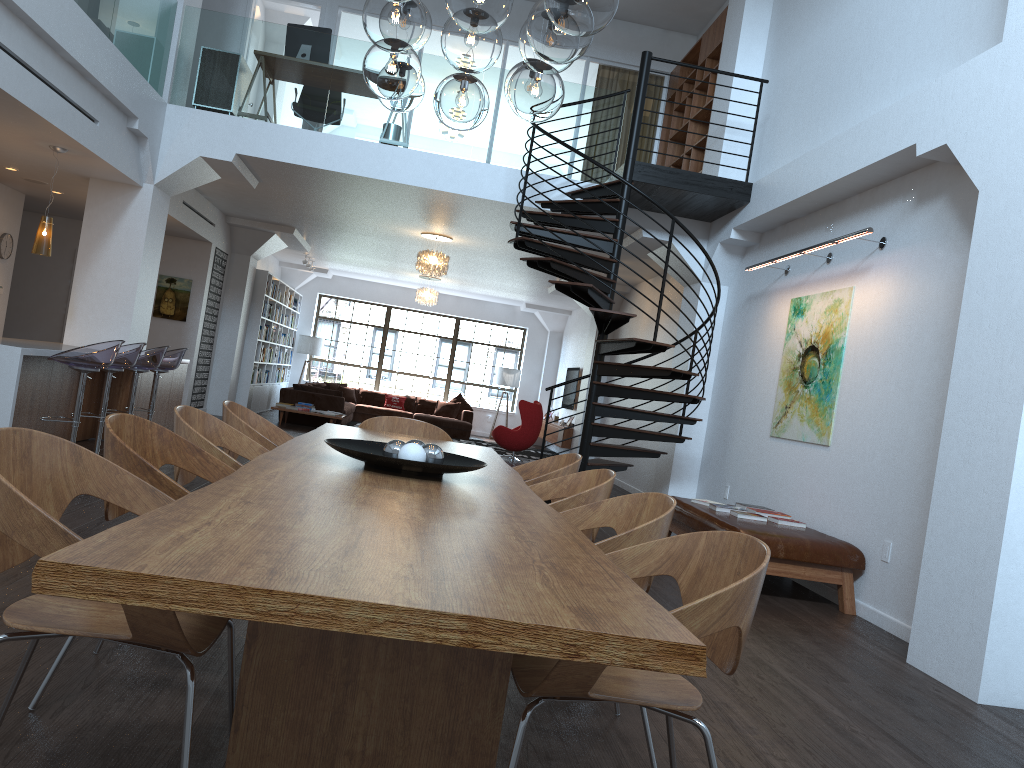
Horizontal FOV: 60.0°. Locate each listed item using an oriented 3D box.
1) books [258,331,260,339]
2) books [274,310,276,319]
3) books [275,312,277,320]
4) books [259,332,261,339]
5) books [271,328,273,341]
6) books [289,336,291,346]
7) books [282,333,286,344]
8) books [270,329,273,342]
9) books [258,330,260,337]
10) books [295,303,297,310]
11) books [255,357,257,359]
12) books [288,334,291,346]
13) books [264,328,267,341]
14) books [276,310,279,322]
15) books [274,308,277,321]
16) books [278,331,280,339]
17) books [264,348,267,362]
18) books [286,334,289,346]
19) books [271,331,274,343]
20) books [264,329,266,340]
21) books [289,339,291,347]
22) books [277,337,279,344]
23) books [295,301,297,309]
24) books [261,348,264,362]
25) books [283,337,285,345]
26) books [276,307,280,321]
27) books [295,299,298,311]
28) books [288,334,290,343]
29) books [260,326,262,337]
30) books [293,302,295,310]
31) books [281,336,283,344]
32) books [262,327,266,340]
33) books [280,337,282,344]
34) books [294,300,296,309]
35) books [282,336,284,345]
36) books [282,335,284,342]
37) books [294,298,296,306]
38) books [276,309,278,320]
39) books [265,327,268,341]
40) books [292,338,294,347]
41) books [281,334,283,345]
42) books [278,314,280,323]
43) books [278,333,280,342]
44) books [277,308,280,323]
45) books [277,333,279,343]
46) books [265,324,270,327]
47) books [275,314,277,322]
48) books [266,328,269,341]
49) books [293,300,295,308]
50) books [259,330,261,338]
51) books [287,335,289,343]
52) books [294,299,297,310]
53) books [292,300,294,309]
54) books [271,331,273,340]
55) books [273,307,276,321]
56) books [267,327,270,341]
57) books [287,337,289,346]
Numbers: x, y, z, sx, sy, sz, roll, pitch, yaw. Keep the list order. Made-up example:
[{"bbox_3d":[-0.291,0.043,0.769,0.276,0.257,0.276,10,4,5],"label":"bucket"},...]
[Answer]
[{"bbox_3d":[-4.270,-0.828,14.795,0.110,0.153,0.019,9,0,-6],"label":"books"},{"bbox_3d":[-4.348,-1.258,15.939,0.174,0.239,0.045,9,0,-6],"label":"books"},{"bbox_3d":[-4.374,-1.252,16.141,0.161,0.223,0.026,9,0,-6],"label":"books"},{"bbox_3d":[-4.273,-0.833,14.859,0.106,0.162,0.032,9,0,-6],"label":"books"},{"bbox_3d":[-4.431,-0.895,16.052,0.183,0.253,0.042,9,0,-6],"label":"books"},{"bbox_3d":[-4.689,-0.906,18.387,0.174,0.236,0.142,9,0,-7],"label":"books"},{"bbox_3d":[-4.600,-0.896,17.709,0.140,0.231,0.042,9,0,-6],"label":"books"},{"bbox_3d":[-4.410,-0.886,15.941,0.174,0.240,0.054,9,0,-6],"label":"books"},{"bbox_3d":[-4.272,-0.838,14.777,0.109,0.171,0.018,9,0,-6],"label":"books"},{"bbox_3d":[-4.582,-1.658,18.455,0.183,0.253,0.042,9,0,-6],"label":"books"},{"bbox_3d":[-4.378,-0.444,14.730,0.197,0.033,0.284,9,-1,-31],"label":"books"},{"bbox_3d":[-4.676,-0.914,18.297,0.183,0.253,0.042,9,0,-6],"label":"books"},{"bbox_3d":[-4.355,-0.877,15.363,0.167,0.230,0.037,9,0,-6],"label":"books"},{"bbox_3d":[-4.390,-1.262,16.286,0.174,0.239,0.045,9,0,-6],"label":"books"},{"bbox_3d":[-4.360,-1.266,16.039,0.182,0.253,0.034,9,0,-6],"label":"books"},{"bbox_3d":[-4.517,-0.899,16.821,0.183,0.253,0.039,9,0,-6],"label":"books"},{"bbox_3d":[-4.444,-0.523,15.700,0.183,0.253,0.034,9,0,-6],"label":"books"},{"bbox_3d":[-4.633,-0.904,17.949,0.174,0.240,0.054,9,0,-6],"label":"books"},{"bbox_3d":[-4.438,-0.871,16.173,0.161,0.207,0.135,9,0,-7],"label":"books"},{"bbox_3d":[-4.338,-0.871,15.305,0.161,0.223,0.027,9,0,-6],"label":"books"},{"bbox_3d":[-4.690,-0.891,18.444,0.161,0.207,0.135,9,0,-7],"label":"books"},{"bbox_3d":[-4.501,-0.883,16.788,0.161,0.223,0.030,9,0,-6],"label":"books"},{"bbox_3d":[-4.575,-1.658,18.412,0.183,0.253,0.042,9,0,-6],"label":"books"},{"bbox_3d":[-4.419,-0.517,15.449,0.171,0.246,0.057,9,0,-6],"label":"books"},{"bbox_3d":[-4.586,-0.861,17.625,0.120,0.167,0.020,9,0,-6],"label":"books"},{"bbox_3d":[-4.400,-1.288,16.362,0.176,0.290,0.053,9,0,-6],"label":"books"},{"bbox_3d":[-4.584,-1.658,18.498,0.183,0.253,0.042,9,0,-6],"label":"books"},{"bbox_3d":[-4.672,-0.917,18.211,0.180,0.259,0.042,9,0,-6],"label":"books"},{"bbox_3d":[-4.290,-0.870,14.916,0.140,0.231,0.042,9,0,-6],"label":"books"},{"bbox_3d":[-4.557,-1.657,18.194,0.183,0.253,0.042,9,0,-6],"label":"books"},{"bbox_3d":[-4.544,-0.858,17.310,0.107,0.167,0.016,9,0,-6],"label":"books"},{"bbox_3d":[-4.327,-0.878,15.187,0.174,0.239,0.045,9,0,-6],"label":"books"},{"bbox_3d":[-4.540,-0.851,17.224,0.110,0.153,0.018,9,0,-6],"label":"books"},{"bbox_3d":[-4.560,-1.656,18.281,0.183,0.253,0.042,9,0,-6],"label":"books"},{"bbox_3d":[-4.573,-0.867,17.477,0.128,0.178,0.022,9,0,-6],"label":"books"},{"bbox_3d":[-4.564,-0.873,17.382,0.139,0.191,0.036,9,0,-6],"label":"books"},{"bbox_3d":[-4.560,-1.657,18.237,0.183,0.253,0.042,9,0,-6],"label":"books"},{"bbox_3d":[-4.387,-1.265,16.235,0.170,0.245,0.057,9,0,-6],"label":"books"},{"bbox_3d":[-4.352,-0.887,15.434,0.182,0.253,0.034,9,0,-6],"label":"books"},{"bbox_3d":[-4.735,-0.899,18.859,0.182,0.215,0.188,9,0,-6],"label":"books"},{"bbox_3d":[-4.563,-0.881,17.342,0.140,0.206,0.042,9,0,-6],"label":"books"},{"bbox_3d":[-4.408,-1.268,16.496,0.159,0.250,0.026,9,0,-6],"label":"books"},{"bbox_3d":[-4.521,-0.898,16.889,0.171,0.246,0.036,9,0,-6],"label":"books"},{"bbox_3d":[-4.411,-1.287,16.422,0.197,0.283,0.065,9,0,-6],"label":"books"},{"bbox_3d":[-4.495,-0.898,16.717,0.174,0.251,0.051,9,0,-6],"label":"books"},{"bbox_3d":[-4.380,-0.908,15.669,0.176,0.294,0.102,9,0,-6],"label":"books"},{"bbox_3d":[-4.374,-1.252,16.168,0.161,0.223,0.027,9,0,-6],"label":"books"},{"bbox_3d":[-4.363,-0.881,15.534,0.174,0.239,0.045,9,0,-6],"label":"books"},{"bbox_3d":[-4.550,-1.656,18.150,0.183,0.253,0.042,9,0,-6],"label":"books"},{"bbox_3d":[-4.276,-0.835,14.832,0.120,0.167,0.020,9,0,-6],"label":"books"},{"bbox_3d":[-4.638,-0.895,18.024,0.161,0.223,0.032,9,0,-6],"label":"books"},{"bbox_3d":[-4.570,-1.657,18.368,0.183,0.253,0.042,9,0,-6],"label":"books"},{"bbox_3d":[-4.516,-1.637,17.991,0.161,0.223,0.032,9,0,-6],"label":"books"},{"bbox_3d":[-4.415,-0.877,16.017,0.161,0.223,0.032,9,0,-6],"label":"books"},{"bbox_3d":[-4.335,-1.264,15.867,0.182,0.253,0.034,9,0,-6],"label":"books"},{"bbox_3d":[-4.366,-0.888,15.608,0.182,0.253,0.034,9,0,-6],"label":"books"},{"bbox_3d":[-4.659,-0.909,18.133,0.171,0.246,0.039,9,0,-6],"label":"books"}]
